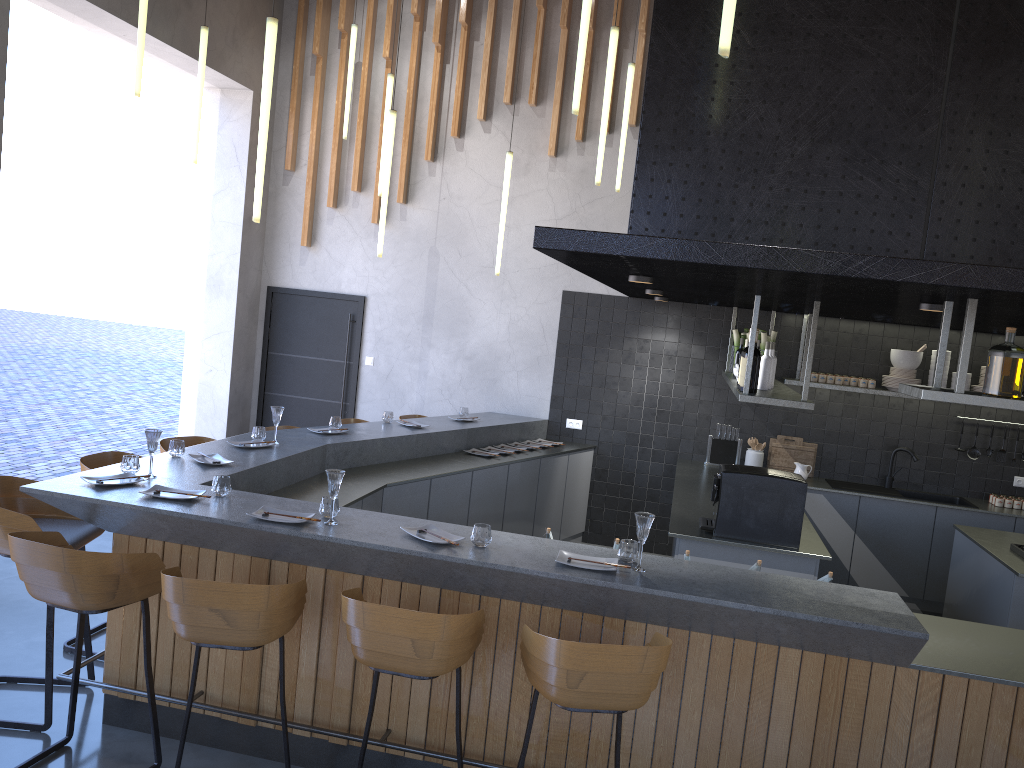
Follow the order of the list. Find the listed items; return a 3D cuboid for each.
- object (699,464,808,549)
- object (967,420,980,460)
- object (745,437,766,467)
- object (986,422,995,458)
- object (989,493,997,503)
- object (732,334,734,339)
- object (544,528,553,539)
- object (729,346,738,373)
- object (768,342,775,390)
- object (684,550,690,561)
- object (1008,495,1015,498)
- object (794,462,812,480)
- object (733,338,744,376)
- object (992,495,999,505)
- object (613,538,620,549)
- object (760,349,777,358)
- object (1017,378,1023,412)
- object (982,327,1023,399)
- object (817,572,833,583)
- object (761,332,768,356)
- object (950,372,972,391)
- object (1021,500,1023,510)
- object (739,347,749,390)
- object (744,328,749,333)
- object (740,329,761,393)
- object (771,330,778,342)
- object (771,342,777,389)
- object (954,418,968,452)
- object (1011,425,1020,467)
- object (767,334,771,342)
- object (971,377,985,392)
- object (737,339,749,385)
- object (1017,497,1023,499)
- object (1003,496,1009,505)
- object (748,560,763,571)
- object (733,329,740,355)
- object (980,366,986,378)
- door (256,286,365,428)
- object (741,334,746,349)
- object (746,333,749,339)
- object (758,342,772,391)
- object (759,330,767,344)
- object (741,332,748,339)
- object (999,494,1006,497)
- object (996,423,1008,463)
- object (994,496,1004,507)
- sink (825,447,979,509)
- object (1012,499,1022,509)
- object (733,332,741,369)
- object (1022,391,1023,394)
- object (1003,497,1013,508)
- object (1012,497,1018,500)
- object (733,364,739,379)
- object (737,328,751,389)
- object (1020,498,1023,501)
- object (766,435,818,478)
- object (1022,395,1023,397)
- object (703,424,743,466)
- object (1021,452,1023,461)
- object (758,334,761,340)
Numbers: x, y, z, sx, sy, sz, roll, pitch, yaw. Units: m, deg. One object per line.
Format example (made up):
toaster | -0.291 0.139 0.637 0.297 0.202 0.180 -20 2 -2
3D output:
object | 1.407 0.701 5.212 0.562 0.400 0.322 7 5 11
object | 3.895 0.467 7.448 0.104 0.336 0.031 7 5 10
object | 2.126 0.609 7.747 0.158 0.303 0.175 7 5 14
object | 4.008 0.466 7.421 0.062 0.306 0.038 7 5 11
object | 4.011 0.952 7.388 0.062 0.078 0.062 7 5 16
object | 1.991 -0.265 7.658 0.220 0.330 0.054 8 5 24
object | 0.162 0.745 3.982 0.042 0.203 0.076 11 7 44
object | 2.001 -0.201 7.571 0.248 0.231 0.234 8 5 21
object | 1.642 -0.118 5.679 0.072 0.305 0.073 3 6 -37
object | 0.748 0.820 3.835 0.038 0.203 0.057 10 6 36
object | 4.143 0.969 7.363 0.062 0.078 0.062 7 5 16
object | 2.451 0.742 7.506 0.115 0.144 0.127 2 6 -40
object | 1.817 -0.215 7.067 0.073 0.305 0.072 7 5 8
object | 3.997 0.957 7.318 0.062 0.078 0.062 7 5 16
object | 0.455 0.782 3.921 0.029 0.203 0.077 6 5 1
object | 1.993 -0.172 7.216 0.234 0.231 0.248 10 6 39
object | 3.188 -0.005 5.531 0.024 0.363 0.033 7 5 11
object | 2.197 -0.056 3.452 0.630 0.274 0.139 7 5 9
object | 1.321 0.888 3.751 0.040 0.203 0.100 5 5 -17
object | 2.009 -0.234 7.091 0.105 0.365 0.047 2 6 -42
object | 3.692 0.012 7.303 0.143 0.214 0.149 10 6 40
object | 4.180 0.985 7.213 0.062 0.078 0.062 7 5 16
object | 1.434 -0.146 5.327 0.101 0.378 0.100 6 5 5
object | 1.979 -0.285 7.572 0.056 0.381 0.113 8 5 24
object | 1.408 -0.138 5.200 0.101 0.378 0.100 6 5 4
object | 2.108 -0.244 7.223 0.046 0.386 0.084 5 5 -8
object | 1.693 -0.123 5.807 0.073 0.305 0.072 10 7 43
object | 3.777 0.428 7.427 0.103 0.280 0.103 3 6 -37
object | 4.205 0.518 7.392 0.033 0.363 0.024 7 5 11
object | 2.048 -0.226 7.150 0.057 0.347 0.093 7 5 8
object | 3.930 0.050 7.266 0.304 0.195 0.300 8 5 22
object | 1.526 -0.140 5.809 0.072 0.305 0.073 3 6 -35
object | 4.208 0.976 7.350 0.062 0.078 0.062 7 5 16
object | 4.064 0.965 7.305 0.062 0.078 0.062 7 5 16
object | 1.029 0.854 3.787 0.096 0.203 0.048 3 6 -34
object | 1.899 -0.281 7.519 0.105 0.365 0.047 9 5 29
object | 3.946 -0.082 7.256 0.204 0.106 0.204 4 5 -22
door | -2.008 0.114 8.718 1.012 2.056 0.137 7 5 11
object | 1.907 -0.237 7.224 0.054 0.330 0.220 10 6 43
object | 1.998 -0.244 7.308 0.169 0.349 0.056 8 5 24
object | 1.586 -0.114 5.555 0.073 0.305 0.072 6 5 -2
object | 1.985 -0.252 7.182 0.113 0.381 0.056 10 6 42
object | 1.965 -0.264 7.500 0.093 0.347 0.057 5 5 -10
object | 4.078 0.961 7.375 0.062 0.078 0.062 7 5 16
object | 4.110 0.493 7.410 0.068 0.337 0.024 7 5 11
object | 3.983 0.961 7.251 0.062 0.078 0.062 7 5 16
sink | 3.229 0.805 7.386 1.111 0.547 0.498 7 5 11
object | 4.115 0.977 7.226 0.062 0.078 0.062 7 5 16
object | 1.930 -0.275 7.598 0.055 0.345 0.118 8 5 26
object | 3.260 -0.062 5.662 0.074 0.256 0.074 3 6 -34
object | 4.050 0.969 7.238 0.062 0.078 0.062 7 5 16
object | 4.128 0.973 7.292 0.062 0.078 0.062 7 5 16
object | 1.729 -0.088 6.604 0.159 0.110 0.172 7 5 16
object | 1.459 -0.154 5.451 0.101 0.378 0.100 6 5 4
object | 4.193 0.981 7.279 0.062 0.078 0.062 7 5 16
object | 2.457 0.629 7.770 0.400 0.330 0.098 7 5 11
object | 4.168 0.136 7.200 0.118 0.083 0.118 10 6 39
object | 1.871 0.543 7.809 0.322 0.371 0.067 7 5 11
object | 4.281 0.494 7.383 0.032 0.298 0.035 2 6 -37
object | 1.944 -0.236 7.146 0.055 0.345 0.118 1 7 -45
